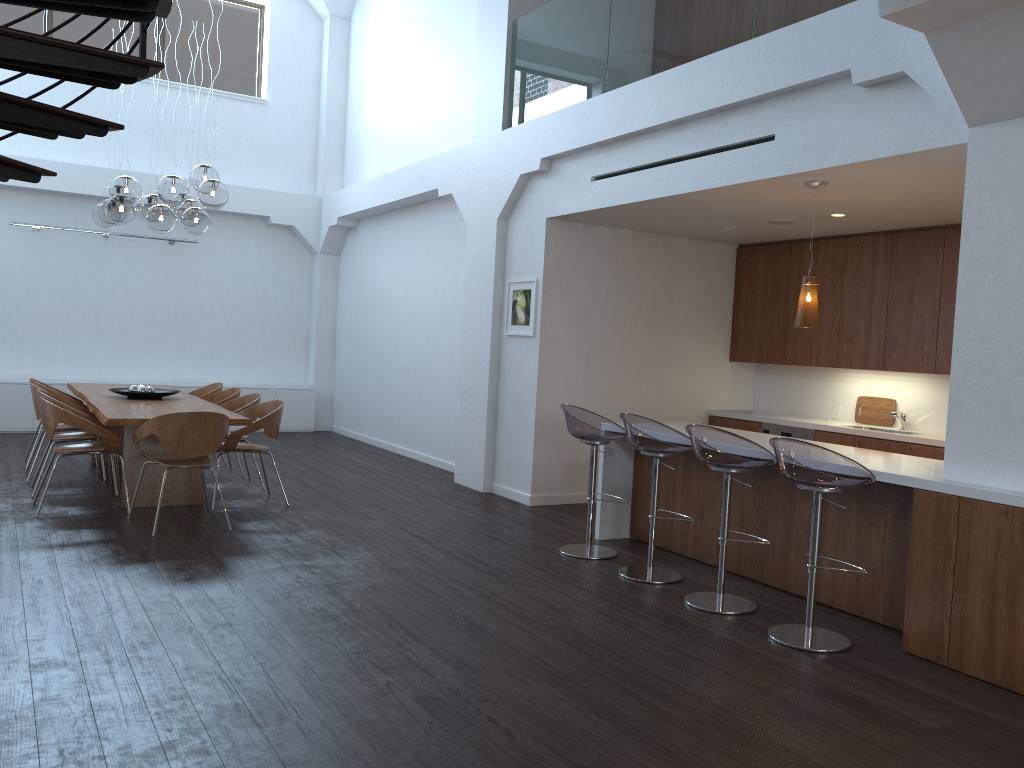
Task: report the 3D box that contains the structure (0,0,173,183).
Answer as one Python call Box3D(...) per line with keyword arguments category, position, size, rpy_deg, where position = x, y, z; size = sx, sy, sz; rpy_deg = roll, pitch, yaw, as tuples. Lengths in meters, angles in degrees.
Box3D(category="structure", position=(-2.203, -1.031, 2.920), size=(1.998, 4.352, 1.998), rpy_deg=(4, 3, 20))

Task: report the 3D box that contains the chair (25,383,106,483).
Box3D(category="chair", position=(-3.979, 0.416, 7.916), size=(0.618, 0.833, 0.629), rpy_deg=(2, 3, -30))

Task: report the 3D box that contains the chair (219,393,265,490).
Box3D(category="chair", position=(-2.550, 0.495, 7.877), size=(0.618, 0.833, 0.629), rpy_deg=(2, 3, -30))

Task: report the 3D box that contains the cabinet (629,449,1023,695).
Box3D(category="cabinet", position=(2.174, 0.896, 4.766), size=(0.898, 0.796, 4.493), rpy_deg=(2, 3, -30))

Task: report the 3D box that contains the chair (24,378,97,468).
Box3D(category="chair", position=(-4.360, 0.365, 8.595), size=(0.618, 0.833, 0.629), rpy_deg=(2, 3, -30))

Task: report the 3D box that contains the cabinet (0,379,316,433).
Box3D(category="cabinet", position=(-5.332, 0.291, 11.418), size=(5.580, 0.626, 0.478), rpy_deg=(2, 3, -30))

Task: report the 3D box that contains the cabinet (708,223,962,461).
Box3D(category="cabinet", position=(3.550, 0.045, 6.574), size=(0.598, 2.499, 5.299), rpy_deg=(2, 3, -30))

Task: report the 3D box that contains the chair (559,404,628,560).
Box3D(category="chair", position=(0.551, 0.649, 6.059), size=(0.481, 1.014, 0.530), rpy_deg=(2, 3, -28))

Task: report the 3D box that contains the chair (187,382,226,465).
Box3D(category="chair", position=(-3.320, 0.395, 9.197), size=(0.618, 0.833, 0.629), rpy_deg=(2, 3, -30))

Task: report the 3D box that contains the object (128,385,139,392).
Box3D(category="object", position=(-3.345, 0.057, 7.852), size=(0.100, 0.100, 0.100), rpy_deg=(4, 3, 15))

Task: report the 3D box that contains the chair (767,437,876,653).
Box3D(category="chair", position=(1.516, 0.773, 4.427), size=(0.481, 1.014, 0.530), rpy_deg=(2, 3, -28))

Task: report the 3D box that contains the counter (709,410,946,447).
Box3D(category="counter", position=(3.297, 0.429, 6.986), size=(0.600, 0.050, 4.387), rpy_deg=(2, 3, -30))

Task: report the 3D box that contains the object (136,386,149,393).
Box3D(category="object", position=(-3.254, 0.064, 7.808), size=(0.100, 0.100, 0.100), rpy_deg=(4, 3, 15))

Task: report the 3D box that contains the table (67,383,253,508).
Box3D(category="table", position=(-3.288, 0.495, 7.904), size=(1.012, 0.750, 3.803), rpy_deg=(2, 3, -30))

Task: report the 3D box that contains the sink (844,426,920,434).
Box3D(category="sink", position=(3.073, 0.458, 7.350), size=(0.440, 0.137, 0.740), rpy_deg=(2, 3, -30))

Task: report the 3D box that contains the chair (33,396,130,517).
Box3D(category="chair", position=(-3.198, 0.515, 6.603), size=(0.617, 0.830, 0.629), rpy_deg=(2, 3, -30))

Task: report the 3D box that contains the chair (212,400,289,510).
Box3D(category="chair", position=(-2.172, 0.545, 7.195), size=(0.618, 0.833, 0.629), rpy_deg=(1, 3, -32))

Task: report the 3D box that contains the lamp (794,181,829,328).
Box3D(category="lamp", position=(1.681, -1.206, 4.188), size=(0.149, 1.807, 2.842), rpy_deg=(3, 3, 9))

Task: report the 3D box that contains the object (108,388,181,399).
Box3D(category="object", position=(-3.262, 0.088, 7.882), size=(0.592, 0.066, 0.592), rpy_deg=(4, 3, 17))

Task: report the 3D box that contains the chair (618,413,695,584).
Box3D(category="chair", position=(0.893, 0.690, 5.528), size=(0.481, 1.014, 0.530), rpy_deg=(1, 3, -32))

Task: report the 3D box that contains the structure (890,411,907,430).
Box3D(category="structure", position=(3.222, 0.304, 7.401), size=(0.064, 0.155, 0.263), rpy_deg=(5, 3, 43))

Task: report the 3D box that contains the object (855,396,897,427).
Box3D(category="object", position=(3.176, 0.239, 7.756), size=(0.041, 0.250, 0.399), rpy_deg=(2, 3, -30))

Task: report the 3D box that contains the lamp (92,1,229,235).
Box3D(category="lamp", position=(-2.971, -2.328, 7.507), size=(0.849, 2.140, 1.787), rpy_deg=(2, 3, -31))

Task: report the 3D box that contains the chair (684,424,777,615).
Box3D(category="chair", position=(1.199, 0.732, 4.970), size=(0.481, 1.014, 0.530), rpy_deg=(1, 3, -32))

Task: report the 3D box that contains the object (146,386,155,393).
Box3D(category="object", position=(-3.233, 0.067, 7.906), size=(0.100, 0.100, 0.100), rpy_deg=(4, 3, 15))

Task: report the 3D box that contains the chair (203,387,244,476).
Box3D(category="chair", position=(-2.934, 0.445, 8.535), size=(0.618, 0.833, 0.629), rpy_deg=(2, 3, -30))

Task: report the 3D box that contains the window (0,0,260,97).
Box3D(category="window", position=(-5.345, -4.749, 11.688), size=(3.970, 1.308, 0.005), rpy_deg=(2, 3, -30))

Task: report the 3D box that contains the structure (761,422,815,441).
Box3D(category="structure", position=(2.423, 0.738, 7.883), size=(0.041, 0.736, 0.594), rpy_deg=(2, 3, -30))

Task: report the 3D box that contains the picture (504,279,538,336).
Box3D(category="picture", position=(0.077, -0.686, 7.959), size=(0.018, 0.500, 0.500), rpy_deg=(2, 3, -30))

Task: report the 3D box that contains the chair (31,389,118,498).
Box3D(category="chair", position=(-3.578, 0.466, 7.268), size=(0.618, 0.833, 0.629), rpy_deg=(2, 3, -29))

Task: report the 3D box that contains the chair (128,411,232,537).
Box3D(category="chair", position=(-2.316, 0.579, 6.243), size=(0.629, 0.833, 0.618), rpy_deg=(1, 3, -35))

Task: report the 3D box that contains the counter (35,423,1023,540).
Box3D(category="counter", position=(0.569, 0.745, 5.703), size=(8.182, 0.860, 3.039), rpy_deg=(5, 3, 30))
